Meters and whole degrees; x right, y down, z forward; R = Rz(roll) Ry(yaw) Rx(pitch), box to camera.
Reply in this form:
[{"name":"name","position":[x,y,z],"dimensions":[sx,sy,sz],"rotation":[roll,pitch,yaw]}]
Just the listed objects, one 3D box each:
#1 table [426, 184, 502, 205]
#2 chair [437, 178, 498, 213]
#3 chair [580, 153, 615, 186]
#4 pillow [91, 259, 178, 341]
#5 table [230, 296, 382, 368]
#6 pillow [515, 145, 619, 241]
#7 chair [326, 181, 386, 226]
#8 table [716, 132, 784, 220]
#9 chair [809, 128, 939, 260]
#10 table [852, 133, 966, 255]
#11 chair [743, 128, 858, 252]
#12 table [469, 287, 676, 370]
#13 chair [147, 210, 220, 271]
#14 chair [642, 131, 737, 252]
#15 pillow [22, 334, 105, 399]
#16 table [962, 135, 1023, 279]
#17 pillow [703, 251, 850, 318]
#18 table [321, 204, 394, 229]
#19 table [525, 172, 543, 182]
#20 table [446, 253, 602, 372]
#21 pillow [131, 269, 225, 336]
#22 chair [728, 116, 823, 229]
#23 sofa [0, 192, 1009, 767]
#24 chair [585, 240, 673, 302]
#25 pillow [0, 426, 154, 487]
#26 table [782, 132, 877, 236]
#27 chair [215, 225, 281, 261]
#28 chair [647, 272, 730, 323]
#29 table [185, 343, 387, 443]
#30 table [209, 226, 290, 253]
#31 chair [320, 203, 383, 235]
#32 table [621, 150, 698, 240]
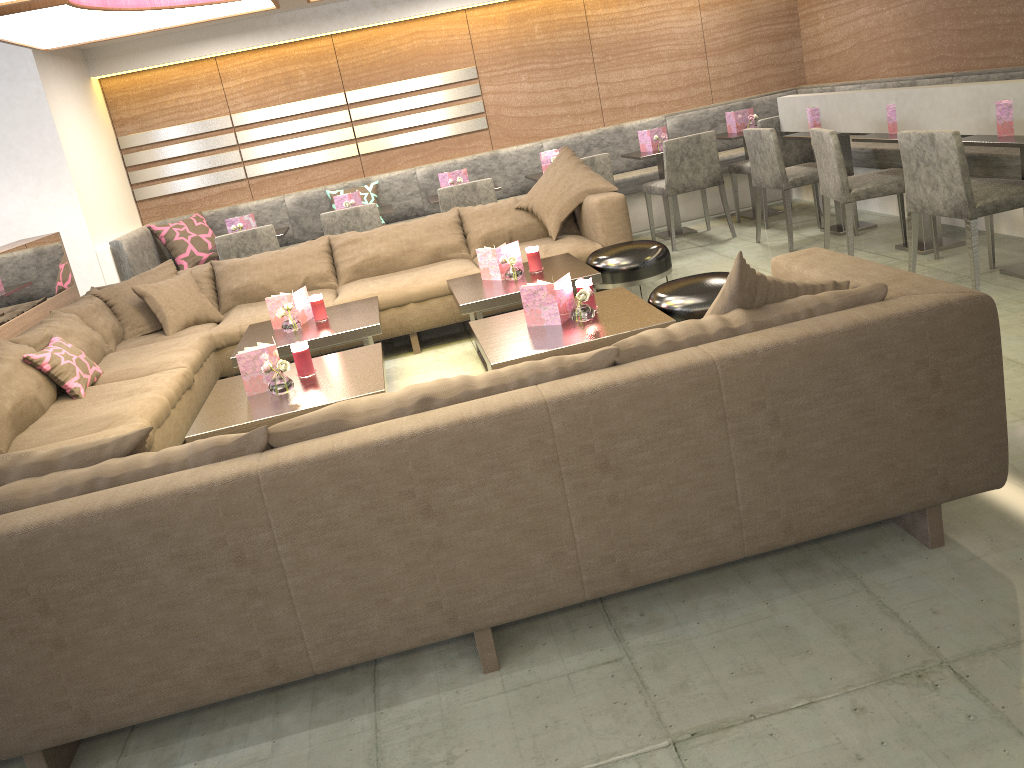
[{"name":"table","position":[-0.299,-1.087,6.491],"dimensions":[0.507,0.642,0.515],"rotation":[-13,16,-6]},{"name":"chair","position":[-0.267,-1.040,6.161],"dimensions":[0.477,0.748,0.501],"rotation":[-13,15,-4]},{"name":"chair","position":[0.499,-1.223,6.245],"dimensions":[0.478,0.748,0.500],"rotation":[-14,15,-10]},{"name":"pillow","position":[-2.014,-0.452,4.923],"dimensions":[0.534,0.387,0.293],"rotation":[-24,20,-36]},{"name":"table","position":[-0.913,-0.090,4.222],"dimensions":[0.659,0.404,0.669],"rotation":[-13,17,-6]},{"name":"pillow","position":[0.307,-1.125,5.171],"dimensions":[0.620,0.503,0.305],"rotation":[-10,15,7]},{"name":"chair","position":[-1.220,-1.373,6.979],"dimensions":[0.427,0.388,0.223],"rotation":[-13,15,-6]},{"name":"table","position":[1.858,-1.608,6.744],"dimensions":[0.507,0.642,0.515],"rotation":[-13,16,-6]},{"name":"chair","position":[1.952,-1.045,4.799],"dimensions":[0.491,0.748,0.487],"rotation":[-10,15,6]},{"name":"table","position":[2.263,-1.069,4.847],"dimensions":[0.507,0.642,0.515],"rotation":[-13,16,-6]},{"name":"chair","position":[1.820,-1.287,5.620],"dimensions":[0.493,0.748,0.485],"rotation":[-14,15,-8]},{"name":"table","position":[0.233,-0.044,3.371],"dimensions":[0.659,0.404,0.669],"rotation":[-13,17,-6]},{"name":"chair","position":[-2.415,-1.064,6.677],"dimensions":[0.295,0.419,0.501],"rotation":[-1,20,35]},{"name":"chair","position":[1.237,-1.396,6.313],"dimensions":[0.478,0.748,0.500],"rotation":[-13,15,-7]},{"name":"pillow","position":[-1.946,-0.078,3.860],"dimensions":[0.181,0.247,0.471],"rotation":[-14,17,-10]},{"name":"table","position":[2.402,-0.825,4.020],"dimensions":[0.507,0.642,0.515],"rotation":[-13,16,-6]},{"name":"pillow","position":[0.607,-0.179,2.309],"dimensions":[0.535,0.397,0.283],"rotation":[-17,16,-17]},{"name":"table","position":[-1.040,-0.907,6.404],"dimensions":[0.507,0.642,0.515],"rotation":[-13,16,-6]},{"name":"table","position":[0.443,-1.266,6.578],"dimensions":[0.507,0.642,0.515],"rotation":[-13,16,-6]},{"name":"table","position":[0.071,-0.328,4.338],"dimensions":[0.659,0.404,0.669],"rotation":[-13,17,-6]},{"name":"pillow","position":[-1.818,-0.435,4.842],"dimensions":[0.235,0.317,0.388],"rotation":[0,20,37]},{"name":"chair","position":[1.904,-1.572,6.436],"dimensions":[0.478,0.748,0.500],"rotation":[-14,15,-9]},{"name":"sofa","position":[-0.670,-0.107,3.707],"dimensions":[3.185,0.663,3.834],"rotation":[-13,18,-6]},{"name":"chair","position":[0.598,-0.478,4.408],"dimensions":[0.426,0.442,0.427],"rotation":[-19,17,-24]},{"name":"pillow","position":[-1.072,0.272,2.150],"dimensions":[0.496,0.333,0.317],"rotation":[-15,16,-12]},{"name":"table","position":[2.125,-1.312,5.674],"dimensions":[0.507,0.642,0.515],"rotation":[-13,16,-6]},{"name":"chair","position":[-1.716,-0.687,5.985],"dimensions":[0.479,0.748,0.499],"rotation":[-15,16,-14]},{"name":"chair","position":[0.760,-0.195,3.443],"dimensions":[0.424,0.442,0.429],"rotation":[-14,16,-10]},{"name":"table","position":[-0.751,0.194,3.256],"dimensions":[0.659,0.404,0.669],"rotation":[-13,17,-6]},{"name":"table","position":[-1.782,-0.728,6.317],"dimensions":[0.507,0.642,0.515],"rotation":[-13,16,-6]},{"name":"chair","position":[-1.009,-0.863,6.081],"dimensions":[0.477,0.748,0.501],"rotation":[-12,15,1]},{"name":"table","position":[1.184,-1.445,6.665],"dimensions":[0.507,0.642,0.515],"rotation":[-13,16,-6]}]
